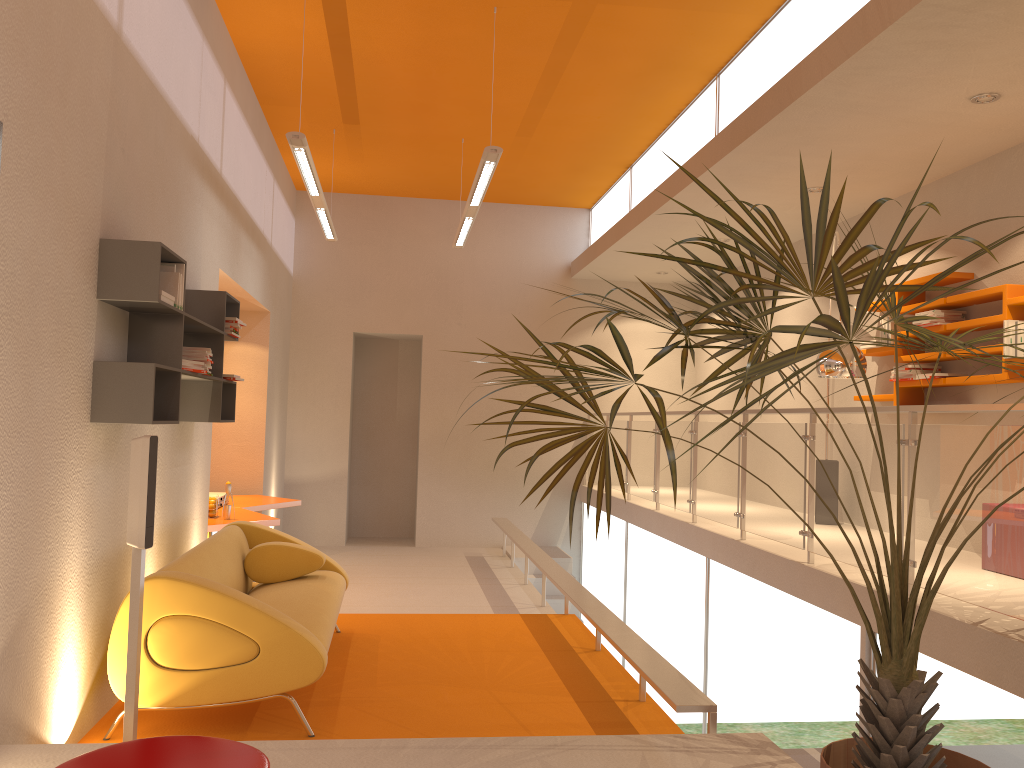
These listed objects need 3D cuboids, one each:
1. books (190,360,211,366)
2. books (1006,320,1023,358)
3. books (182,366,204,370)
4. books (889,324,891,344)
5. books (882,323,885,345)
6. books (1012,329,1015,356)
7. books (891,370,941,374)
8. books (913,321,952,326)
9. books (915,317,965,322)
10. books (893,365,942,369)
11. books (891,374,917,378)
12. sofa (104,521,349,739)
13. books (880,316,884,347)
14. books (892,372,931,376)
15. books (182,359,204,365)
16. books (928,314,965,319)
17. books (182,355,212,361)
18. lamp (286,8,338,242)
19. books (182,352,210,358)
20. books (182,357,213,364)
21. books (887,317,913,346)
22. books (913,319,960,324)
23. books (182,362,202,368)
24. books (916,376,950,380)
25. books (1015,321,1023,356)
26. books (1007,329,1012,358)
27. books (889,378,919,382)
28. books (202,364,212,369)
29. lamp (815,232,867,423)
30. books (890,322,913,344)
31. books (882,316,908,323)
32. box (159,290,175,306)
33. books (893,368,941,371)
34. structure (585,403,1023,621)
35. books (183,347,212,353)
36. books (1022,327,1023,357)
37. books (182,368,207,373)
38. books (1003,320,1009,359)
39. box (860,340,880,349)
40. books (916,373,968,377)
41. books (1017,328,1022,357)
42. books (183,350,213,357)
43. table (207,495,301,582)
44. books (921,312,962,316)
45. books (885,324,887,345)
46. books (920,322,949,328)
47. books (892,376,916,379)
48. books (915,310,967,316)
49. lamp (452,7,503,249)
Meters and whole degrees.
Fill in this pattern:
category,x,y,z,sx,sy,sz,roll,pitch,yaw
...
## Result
category,x,y,z,sx,sy,sz,roll,pitch,yaw
books,-1.776,-0.116,4.865,0.230,0.017,0.226,3,-3,-17
books,3.042,-0.262,5.255,0.230,0.227,0.017,2,-2,-8
books,-1.720,-0.085,4.508,0.190,0.011,0.268,1,-2,9
books,2.868,-0.358,6.516,0.207,0.156,0.009,2,-2,-8
books,2.863,-0.362,6.584,0.230,0.169,0.027,2,-2,-8
books,3.048,-0.235,5.204,0.230,0.169,0.027,2,-2,-8
books,2.874,-0.083,6.313,0.230,0.017,0.227,2,-2,-12
books,2.923,-0.406,6.069,0.268,0.011,0.190,2,-2,-6
books,2.923,-0.435,6.065,0.254,0.015,0.190,2,-2,-6
books,2.877,-0.116,6.300,0.226,0.017,0.230,2,-2,-8
books,2.862,-0.052,6.321,0.190,0.015,0.254,2,-2,-11
sofa,-1.406,1.220,4.831,0.929,0.706,2.081,2,-2,-8
books,2.860,-0.389,6.626,0.230,0.227,0.017,2,-2,-8
books,2.860,-0.068,6.314,0.190,0.015,0.254,2,-2,-6
books,-1.715,-0.113,4.507,0.190,0.015,0.254,1,-2,9
books,2.925,-0.450,6.079,0.227,0.017,0.230,2,-2,-12
books,-1.766,-0.142,4.867,0.190,0.011,0.268,2,-2,-11
lamp,-1.529,-1.960,7.065,0.120,1.052,3.195,2,-2,-8
books,-1.762,-0.156,4.858,0.190,0.015,0.254,2,-3,-16
books,-1.767,-0.130,4.870,0.210,0.013,0.297,2,-2,-12
books,2.866,-0.384,6.533,0.207,0.210,0.021,2,-2,-8
books,2.914,-0.420,6.066,0.254,0.015,0.190,2,-2,-11
books,-1.720,-0.098,4.499,0.190,0.015,0.254,2,-2,3
books,2.915,-0.039,6.024,0.254,0.015,0.190,2,-2,-1
books,3.040,-0.256,5.180,0.207,0.210,0.021,2,-2,-8
books,3.036,-0.234,5.231,0.230,0.169,0.027,2,-2,-8
books,2.863,-0.027,6.306,0.210,0.013,0.297,2,-2,-8
books,-1.763,-0.099,4.864,0.190,0.015,0.254,2,-2,-11
lamp,2.349,-0.012,6.564,0.315,2.259,2.077,1,-3,15
books,2.884,-0.364,6.504,0.230,0.169,0.023,2,-2,-8
books,2.869,-0.389,6.608,0.230,0.227,0.017,2,-2,-8
box,-1.671,-0.389,4.002,0.232,0.047,0.232,2,-2,-8
books,2.879,-0.099,6.312,0.254,0.015,0.190,2,-2,-1
structure,1.739,0.610,5.655,0.195,0.900,11.050,2,-2,-8
books,-1.773,-0.187,4.868,0.230,0.017,0.226,3,-3,-17
books,3.059,-0.238,5.119,0.230,0.169,0.027,2,-2,-8
books,-1.719,-0.072,4.512,0.210,0.013,0.297,1,-2,7
books,3.033,-0.261,5.272,0.230,0.227,0.017,2,-2,-8
box,2.813,-0.296,6.742,0.232,0.047,0.232,2,-2,-8
books,2.913,-0.056,6.012,0.226,0.017,0.230,2,-2,-8
books,3.048,-0.237,5.146,0.230,0.169,0.027,2,-2,-8
books,-1.760,-0.170,4.867,0.190,0.015,0.254,2,-2,-11
table,-2.386,1.434,7.553,0.969,0.760,2.573,2,-2,-8
books,2.926,-0.466,6.085,0.190,0.015,0.254,2,-2,-1
books,2.874,-0.363,6.557,0.230,0.169,0.027,2,-2,-8
books,2.930,-0.394,6.063,0.210,0.013,0.297,2,-2,-8
books,2.864,-0.039,6.311,0.190,0.011,0.268,2,-2,-6
books,2.940,-0.482,6.083,0.230,0.017,0.227,2,-2,-8
lamp,-0.311,-1.915,7.225,0.120,1.052,3.195,2,-2,-8
